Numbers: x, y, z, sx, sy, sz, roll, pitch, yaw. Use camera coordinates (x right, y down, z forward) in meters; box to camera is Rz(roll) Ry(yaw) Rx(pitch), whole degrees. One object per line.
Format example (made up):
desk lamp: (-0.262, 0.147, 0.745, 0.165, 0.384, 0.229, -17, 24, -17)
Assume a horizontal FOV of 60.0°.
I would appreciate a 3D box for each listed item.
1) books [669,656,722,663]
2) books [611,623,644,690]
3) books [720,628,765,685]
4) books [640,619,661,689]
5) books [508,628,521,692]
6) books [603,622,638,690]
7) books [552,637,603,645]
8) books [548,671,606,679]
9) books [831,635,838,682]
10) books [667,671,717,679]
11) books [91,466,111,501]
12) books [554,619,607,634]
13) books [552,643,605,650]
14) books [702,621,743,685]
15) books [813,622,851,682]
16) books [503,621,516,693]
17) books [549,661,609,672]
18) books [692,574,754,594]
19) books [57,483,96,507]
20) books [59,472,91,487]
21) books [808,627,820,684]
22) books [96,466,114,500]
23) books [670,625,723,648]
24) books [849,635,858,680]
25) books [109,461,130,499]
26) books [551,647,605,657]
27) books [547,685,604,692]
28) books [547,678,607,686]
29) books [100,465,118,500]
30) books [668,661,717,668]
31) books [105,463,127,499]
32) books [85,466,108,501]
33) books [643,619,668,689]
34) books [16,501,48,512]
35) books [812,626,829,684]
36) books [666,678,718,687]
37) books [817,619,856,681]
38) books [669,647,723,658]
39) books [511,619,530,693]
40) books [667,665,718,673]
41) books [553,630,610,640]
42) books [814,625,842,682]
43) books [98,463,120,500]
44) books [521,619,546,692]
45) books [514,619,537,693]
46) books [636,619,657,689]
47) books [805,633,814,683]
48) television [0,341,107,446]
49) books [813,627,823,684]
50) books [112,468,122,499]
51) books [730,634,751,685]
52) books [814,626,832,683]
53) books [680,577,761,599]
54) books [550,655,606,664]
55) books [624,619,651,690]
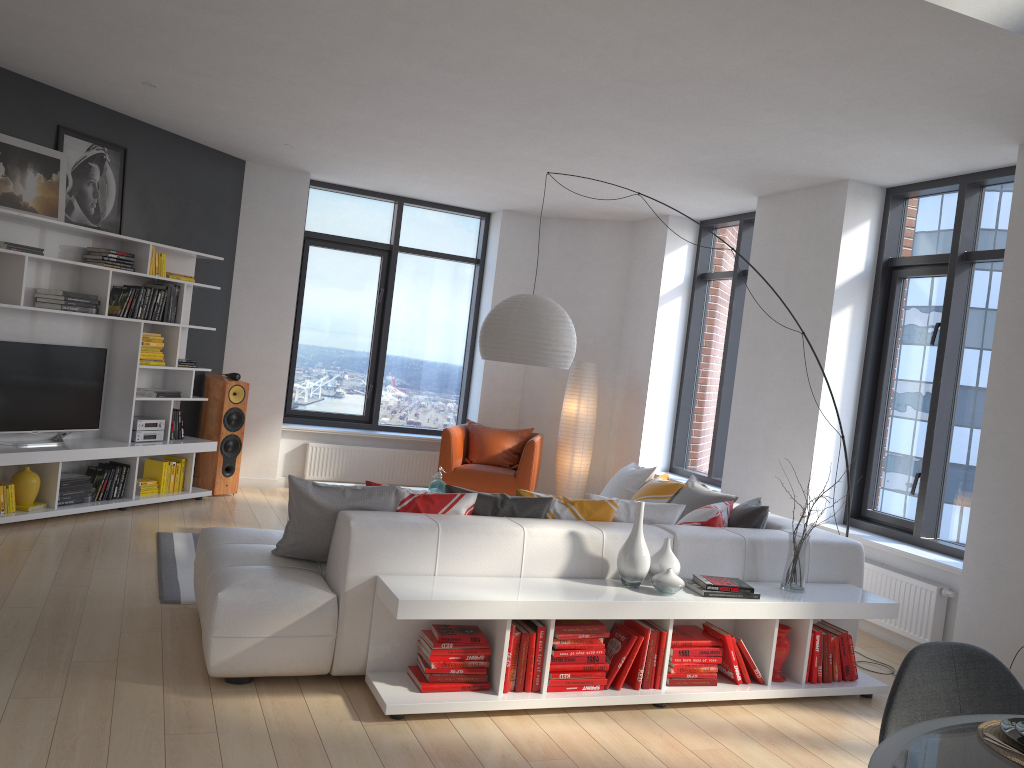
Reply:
books: (0.828, 1.275, 4.197, 0.261, 0.027, 0.191, 6, 2, -18)
books: (0.493, 1.237, 4.036, 0.115, 0.245, 0.192, 6, 2, -22)
books: (1.105, 1.317, 4.298, 0.186, 0.223, 0.188, 6, 2, -22)
books: (0.613, 1.242, 4.092, 0.028, 0.266, 0.188, 6, 2, -22)
books: (-0.024, 1.175, 3.849, 0.031, 0.255, 0.181, 6, 2, -22)
books: (0.453, 1.232, 4.026, 0.144, 0.247, 0.188, 6, 2, -22)
books: (0.250, 1.118, 3.955, 0.257, 0.025, 0.182, 6, 2, -22)
books: (0.256, 1.265, 3.942, 0.266, 0.026, 0.187, 6, 2, -23)
books: (1.571, 1.362, 4.478, 0.081, 0.230, 0.165, 6, 2, -22)
books: (0.804, 1.347, 4.189, 0.266, 0.026, 0.187, 6, 2, -17)
books: (-3.118, 0.744, 6.643, 0.187, 0.234, 0.096, 7, 2, 23)
books: (0.258, 1.063, 3.956, 0.259, 0.034, 0.206, 6, 2, -25)
books: (0.268, 1.143, 3.955, 0.236, 0.023, 0.178, 6, 2, -22)
books: (1.010, 1.291, 4.264, 0.134, 0.248, 0.192, 6, 2, -23)
books: (1.627, 1.359, 4.512, 0.119, 0.249, 0.187, 6, 2, -22)
books: (-0.053, 1.154, 3.833, 0.036, 0.294, 0.208, 6, 2, -22)
books: (0.249, 1.235, 3.976, 0.301, 0.032, 0.227, 6, 2, -22)
books: (1.003, 0.954, 4.224, 0.238, 0.027, 0.188, 7, 2, -9)
books: (-3.247, 0.781, 6.413, 0.277, 0.137, 0.343, 7, 2, 18)
books: (-3.259, 0.687, 6.413, 0.250, 0.047, 0.310, 7, 2, 18)
books: (1.454, 1.330, 4.427, 0.050, 0.268, 0.198, 6, 2, -22)
books: (-3.094, 0.746, 6.666, 0.169, 0.233, 0.081, 7, 2, 22)
books: (0.813, 1.203, 4.230, 0.301, 0.032, 0.227, 6, 2, -22)
books: (1.686, 1.375, 4.542, 0.103, 0.230, 0.173, 6, 2, -22)
books: (-3.044, 0.735, 6.815, 0.197, 0.260, 0.066, 7, 2, 23)
books: (0.255, 1.167, 3.957, 0.261, 0.027, 0.191, 6, 2, -26)
books: (0.243, 1.319, 3.955, 0.274, 0.029, 0.200, 6, 2, -22)
books: (0.255, 1.292, 3.940, 0.282, 0.030, 0.188, 6, 2, -21)
books: (-3.068, 0.745, 6.693, 0.172, 0.242, 0.069, 7, 2, 24)
books: (0.819, 1.299, 4.190, 0.236, 0.023, 0.178, 6, 2, -22)
books: (-3.057, 0.739, 6.783, 0.191, 0.249, 0.084, 7, 2, 23)
books: (-3.127, 0.743, 6.610, 0.182, 0.234, 0.104, 7, 2, 23)
books: (0.644, 1.243, 4.088, 0.028, 0.269, 0.181, 6, 2, -23)
books: (-3.373, 0.829, 6.087, 0.270, 0.029, 0.204, 7, 2, 8)
books: (1.512, 1.345, 4.458, 0.076, 0.252, 0.199, 6, 2, -22)
books: (0.806, 1.377, 4.202, 0.259, 0.034, 0.206, 6, 2, -19)
books: (1.657, 1.359, 4.527, 0.116, 0.255, 0.198, 6, 2, -22)
books: (0.824, 1.241, 4.210, 0.279, 0.039, 0.206, 6, 2, -23)
books: (0.007, 1.177, 3.863, 0.034, 0.259, 0.207, 6, 2, -22)
books: (0.815, 1.322, 4.199, 0.257, 0.025, 0.182, 6, 2, -22)
books: (0.274, 1.095, 3.956, 0.266, 0.026, 0.187, 6, 2, -28)
books: (1.592, 1.363, 4.490, 0.083, 0.233, 0.178, 6, 2, -22)
books: (-3.083, 0.735, 6.724, 0.192, 0.254, 0.075, 7, 2, 22)
books: (0.078, 1.169, 3.885, 0.049, 0.291, 0.214, 6, 2, -22)
books: (0.046, 1.181, 3.868, 0.042, 0.259, 0.195, 6, 2, -22)
books: (0.582, 1.235, 4.089, 0.038, 0.270, 0.215, 6, 2, -22)
books: (1.422, 1.336, 4.406, 0.026, 0.250, 0.168, 6, 2, -23)
television: (-3.340, 0.066, 6.240, 0.207, 0.704, 1.102, 7, 2, 23)
books: (1.483, 1.338, 4.436, 0.056, 0.262, 0.185, 6, 2, -22)
books: (-3.067, 0.743, 6.747, 0.179, 0.243, 0.068, 7, 2, 21)
books: (1.055, 1.305, 4.277, 0.148, 0.232, 0.171, 6, 2, -21)
books: (1.542, 1.352, 4.459, 0.066, 0.247, 0.175, 6, 2, -22)
books: (0.991, 0.978, 4.248, 0.300, 0.026, 0.245, 6, 2, -17)
books: (0.247, 1.199, 3.974, 0.279, 0.039, 0.206, 6, 2, -21)
books: (0.553, 1.228, 4.059, 0.046, 0.282, 0.199, 6, 2, -22)
